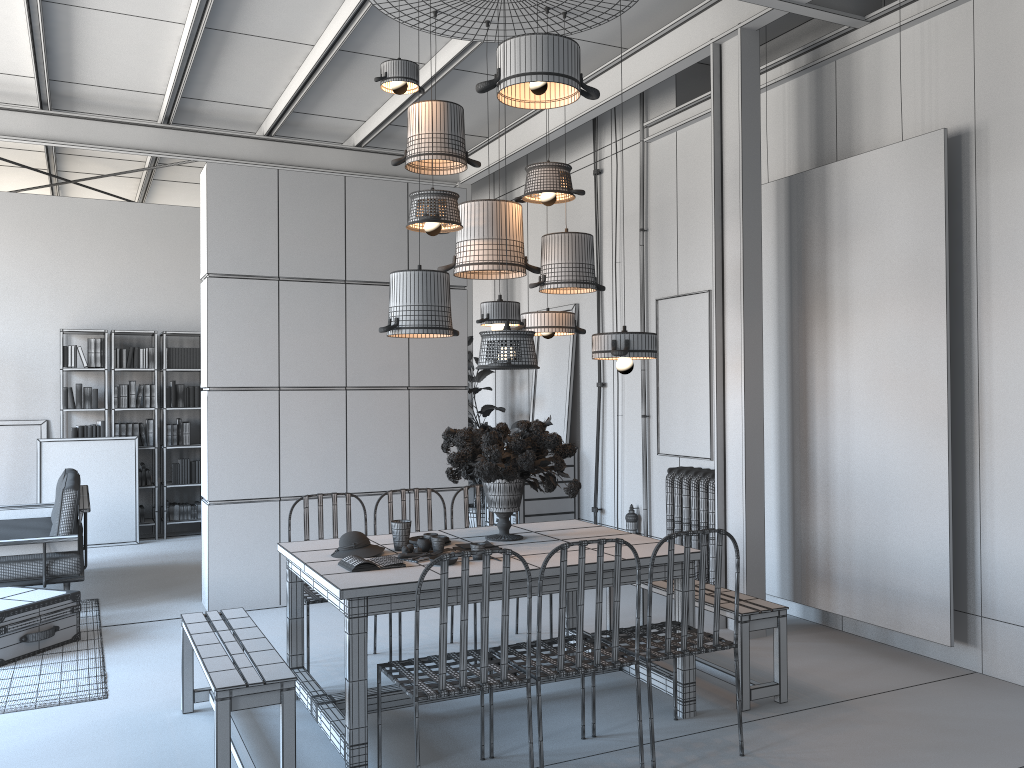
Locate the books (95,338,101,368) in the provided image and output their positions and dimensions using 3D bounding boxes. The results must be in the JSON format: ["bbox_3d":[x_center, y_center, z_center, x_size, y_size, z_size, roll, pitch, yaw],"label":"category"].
[{"bbox_3d":[-4.464,-0.330,9.548,0.056,0.315,0.317,0,-1,-26],"label":"books"}]

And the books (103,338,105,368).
[{"bbox_3d":[-4.392,-0.331,9.578,0.033,0.326,0.303,0,-1,-26],"label":"books"}]

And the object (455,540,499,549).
[{"bbox_3d":[-0.179,0.808,4.445,0.179,0.016,0.182,0,-1,-21],"label":"object"}]

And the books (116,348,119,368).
[{"bbox_3d":[-4.293,-0.275,9.655,0.029,0.231,0.173,0,-1,-26],"label":"books"}]

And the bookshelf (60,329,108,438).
[{"bbox_3d":[-4.597,0.565,9.529,0.455,2.276,0.455,0,-1,-26],"label":"bookshelf"}]

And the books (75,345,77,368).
[{"bbox_3d":[-4.612,-0.290,9.379,0.022,0.236,0.186,0,-1,-26],"label":"books"}]

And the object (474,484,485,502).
[{"bbox_3d":[-0.550,1.205,10.812,0.328,1.007,0.733,0,-1,-26],"label":"object"}]

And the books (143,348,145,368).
[{"bbox_3d":[-4.053,-0.274,9.760,0.023,0.232,0.187,0,-1,-26],"label":"books"}]

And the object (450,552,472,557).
[{"bbox_3d":[-0.238,0.794,4.135,0.054,0.037,0.121,-1,-1,43],"label":"object"}]

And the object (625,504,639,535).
[{"bbox_3d":[1.073,1.381,7.811,0.206,0.647,0.173,-1,-1,9],"label":"object"}]

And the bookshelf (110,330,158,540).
[{"bbox_3d":[-4.148,0.564,9.728,0.455,2.276,0.455,0,-1,-26],"label":"bookshelf"}]

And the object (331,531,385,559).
[{"bbox_3d":[-0.740,0.810,4.247,0.260,0.211,0.236,0,-1,-8],"label":"object"}]

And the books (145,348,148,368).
[{"bbox_3d":[-4.030,-0.277,9.771,0.027,0.238,0.180,0,-1,-26],"label":"books"}]

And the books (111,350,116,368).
[{"bbox_3d":[-4.323,-0.264,9.628,0.043,0.213,0.154,0,-1,-26],"label":"books"}]

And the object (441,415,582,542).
[{"bbox_3d":[-0.056,0.489,4.708,0.697,0.654,0.782,0,-1,-24],"label":"object"}]

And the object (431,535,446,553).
[{"bbox_3d":[-0.350,0.765,4.222,0.071,0.076,0.071,0,-1,-1],"label":"object"}]

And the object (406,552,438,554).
[{"bbox_3d":[-0.416,0.793,4.146,0.174,0.019,0.021,0,-1,-29],"label":"object"}]

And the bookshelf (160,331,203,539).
[{"bbox_3d":[-3.689,0.563,9.958,0.455,2.276,0.455,0,-1,-26],"label":"bookshelf"}]

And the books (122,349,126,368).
[{"bbox_3d":[-4.233,-0.269,9.672,0.039,0.222,0.161,0,-1,-26],"label":"books"}]

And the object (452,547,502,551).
[{"bbox_3d":[-0.171,0.808,4.360,0.185,0.014,0.182,0,-1,-42],"label":"object"}]

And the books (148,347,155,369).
[{"bbox_3d":[-3.981,-0.282,9.797,0.083,0.242,0.178,0,-1,-26],"label":"books"}]

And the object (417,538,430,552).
[{"bbox_3d":[-0.423,0.771,4.240,0.065,0.064,0.065,0,-1,-41],"label":"object"}]

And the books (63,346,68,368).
[{"bbox_3d":[-4.708,-0.285,9.342,0.052,0.223,0.164,0,-1,-26],"label":"books"}]

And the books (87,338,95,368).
[{"bbox_3d":[-4.520,-0.329,9.521,0.068,0.318,0.319,0,-1,-26],"label":"books"}]

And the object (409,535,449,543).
[{"bbox_3d":[-0.425,0.800,4.526,0.211,0.024,0.211,-1,-1,16],"label":"object"}]

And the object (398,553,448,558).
[{"bbox_3d":[-0.407,0.793,4.115,0.249,0.017,0.024,0,-1,-16],"label":"object"}]

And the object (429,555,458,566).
[{"bbox_3d":[-0.308,0.797,3.996,0.133,0.029,0.133,-1,-1,21],"label":"object"}]

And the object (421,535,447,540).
[{"bbox_3d":[-0.399,0.794,4.529,0.135,0.029,0.135,0,-1,-34],"label":"object"}]

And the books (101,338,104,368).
[{"bbox_3d":[-4.419,-0.332,9.553,0.027,0.326,0.272,0,-1,-26],"label":"books"}]

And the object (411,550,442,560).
[{"bbox_3d":[-0.396,0.789,4.094,0.173,0.026,0.021,0,-1,-42],"label":"object"}]

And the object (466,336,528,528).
[{"bbox_3d":[-0.460,0.576,9.467,1.270,2.157,0.868,0,-1,-25],"label":"object"}]

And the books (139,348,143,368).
[{"bbox_3d":[-4.079,-0.272,9.748,0.035,0.229,0.196,0,-1,-26],"label":"books"}]

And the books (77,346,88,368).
[{"bbox_3d":[-4.556,-0.284,9.406,0.107,0.229,0.184,0,-1,-26],"label":"books"}]

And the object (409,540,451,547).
[{"bbox_3d":[-0.427,0.811,4.517,0.236,0.015,0.236,-1,-1,36],"label":"object"}]

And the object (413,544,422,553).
[{"bbox_3d":[-0.444,0.779,4.177,0.043,0.050,0.044,0,-1,-8],"label":"object"}]

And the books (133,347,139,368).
[{"bbox_3d":[-4.122,-0.281,9.728,0.057,0.242,0.178,0,-1,-26],"label":"books"}]

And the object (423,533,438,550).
[{"bbox_3d":[-0.395,0.766,4.308,0.071,0.076,0.071,0,-1,-29],"label":"object"}]

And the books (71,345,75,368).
[{"bbox_3d":[-4.636,-0.287,9.368,0.032,0.231,0.179,0,-1,-26],"label":"books"}]

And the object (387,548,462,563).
[{"bbox_3d":[-0.403,0.809,4.208,0.213,0.012,0.335,-1,-1,41],"label":"object"}]

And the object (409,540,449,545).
[{"bbox_3d":[-0.425,0.805,4.526,0.211,0.024,0.211,0,-1,-7],"label":"object"}]

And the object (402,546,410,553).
[{"bbox_3d":[-0.498,0.783,4.168,0.044,0.043,0.043,-1,-1,36],"label":"object"}]

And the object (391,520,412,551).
[{"bbox_3d":[-0.543,0.745,4.347,0.102,0.146,0.102,-1,-1,29],"label":"object"}]

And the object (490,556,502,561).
[{"bbox_3d":[-0.094,0.806,4.115,0.021,0.014,0.174,0,-1,-31],"label":"object"}]

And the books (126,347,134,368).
[{"bbox_3d":[-4.172,-0.281,9.682,0.077,0.244,0.178,0,-1,-27],"label":"books"}]

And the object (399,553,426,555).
[{"bbox_3d":[-0.403,0.796,4.140,0.249,0.015,0.024,0,-1,-6],"label":"object"}]

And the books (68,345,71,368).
[{"bbox_3d":[-4.665,-0.287,9.354,0.032,0.231,0.179,0,-1,-26],"label":"books"}]

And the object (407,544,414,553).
[{"bbox_3d":[-0.486,0.783,4.216,0.051,0.045,0.045,-1,-1,42],"label":"object"}]

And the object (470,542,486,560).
[{"bbox_3d":[-0.157,0.774,4.090,0.071,0.076,0.071,-1,-1,21],"label":"object"}]

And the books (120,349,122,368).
[{"bbox_3d":[-4.259,-0.270,9.659,0.019,0.224,0.168,0,-1,-26],"label":"books"}]
